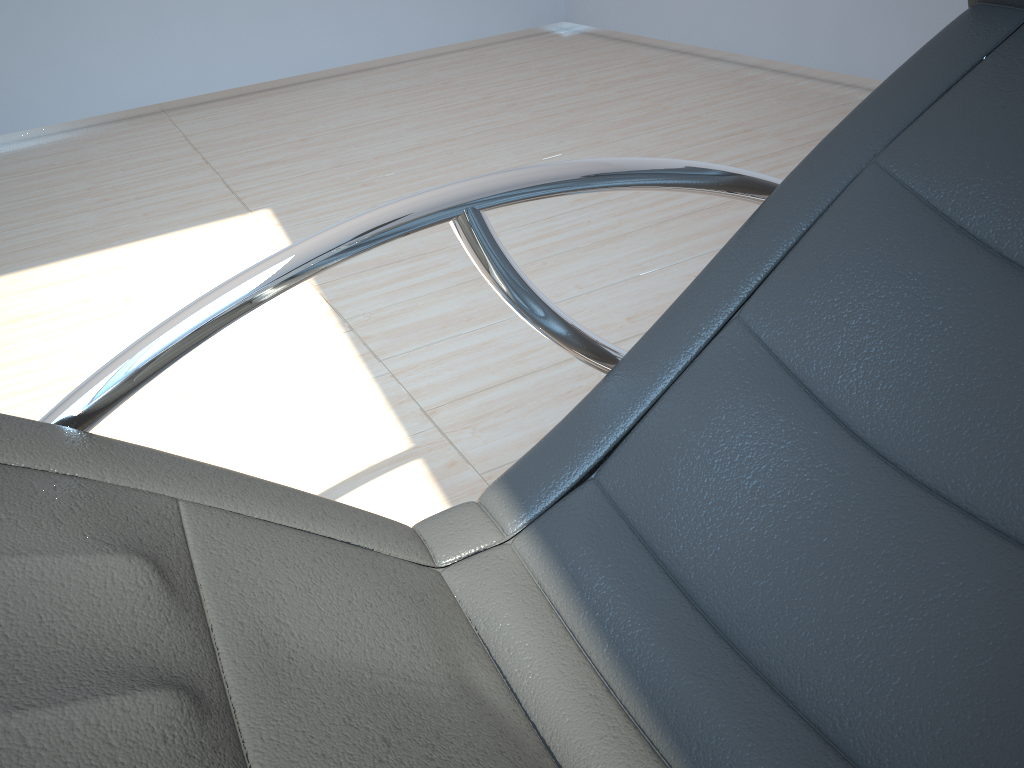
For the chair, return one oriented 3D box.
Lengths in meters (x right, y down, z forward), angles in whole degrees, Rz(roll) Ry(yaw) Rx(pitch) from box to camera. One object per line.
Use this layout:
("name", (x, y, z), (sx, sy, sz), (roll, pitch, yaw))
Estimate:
("chair", (0.058, 0.176, 0.551), (2.114, 0.953, 0.836), (-20, 33, -20))
